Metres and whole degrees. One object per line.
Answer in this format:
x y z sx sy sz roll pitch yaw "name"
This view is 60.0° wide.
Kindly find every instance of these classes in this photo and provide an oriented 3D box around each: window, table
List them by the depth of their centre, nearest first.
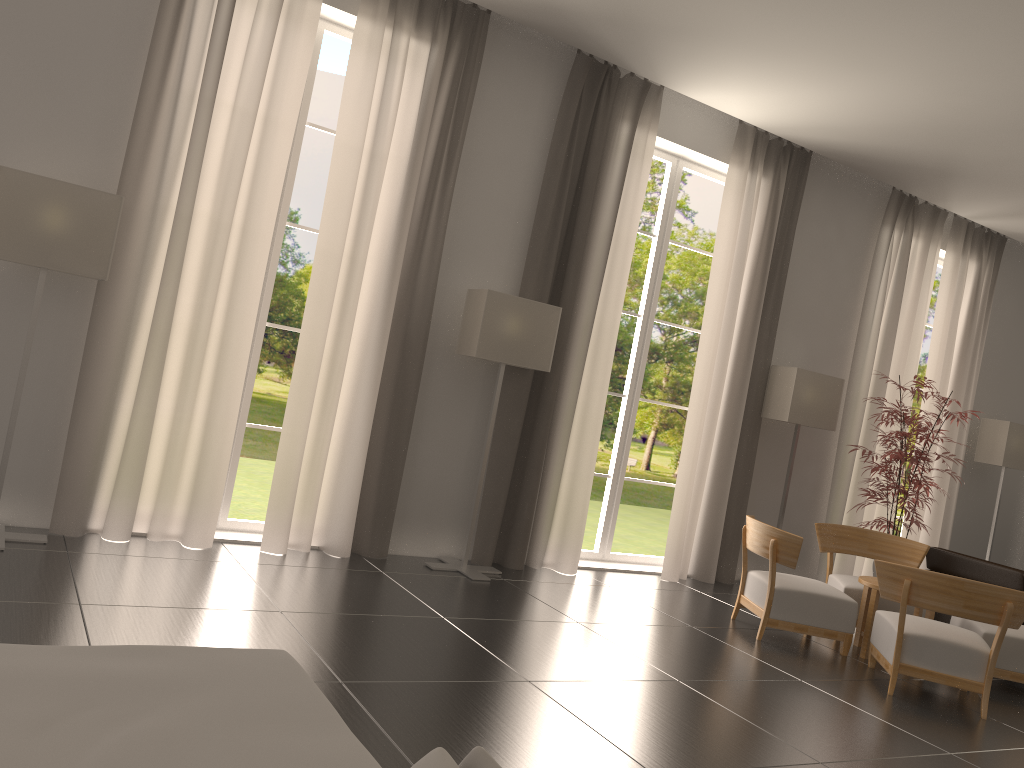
15.977 -0.287 7.675 48.543 20.590 99.254 11 0 -30 "window"
-2.709 -1.240 9.749 2.639 5.752 0.110 12 -1 -30 "window"
4.231 2.644 9.823 0.869 0.803 0.870 11 -1 -8 "table"
1.772 -0.369 12.397 2.639 5.752 0.110 12 -1 -30 "window"
6.253 0.503 15.046 2.639 5.752 0.110 12 -1 -30 "window"

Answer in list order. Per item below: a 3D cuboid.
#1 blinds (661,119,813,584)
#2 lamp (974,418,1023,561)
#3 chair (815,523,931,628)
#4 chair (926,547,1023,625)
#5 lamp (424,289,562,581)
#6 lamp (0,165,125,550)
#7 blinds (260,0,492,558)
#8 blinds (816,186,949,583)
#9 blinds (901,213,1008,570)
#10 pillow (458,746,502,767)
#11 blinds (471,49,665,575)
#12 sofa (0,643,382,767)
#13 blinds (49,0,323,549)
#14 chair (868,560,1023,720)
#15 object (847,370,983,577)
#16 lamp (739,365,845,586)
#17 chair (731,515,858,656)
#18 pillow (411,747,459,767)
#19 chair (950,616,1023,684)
3.146 -0.420 12.475 1.547 6.435 0.418 12 -2 -34 "blinds"
8.362 2.249 15.318 0.998 3.180 0.909 12 -1 -30 "lamp"
4.452 2.476 10.972 1.452 1.227 1.150 11 -1 5 "chair"
6.649 2.971 12.205 1.497 1.076 1.540 11 -1 -30 "chair"
-0.264 0.572 10.219 0.998 3.180 0.909 12 -1 -30 "lamp"
-4.299 -0.213 7.834 0.998 3.180 0.909 12 -1 -30 "lamp"
-1.466 -1.317 9.749 1.547 6.435 0.418 12 -2 -34 "blinds"
5.887 0.113 14.097 1.547 6.435 0.415 11 -1 -26 "blinds"
7.323 0.392 14.944 1.547 6.435 0.418 12 -2 -34 "blinds"
-0.127 1.142 1.649 0.548 0.577 0.920 11 -1 -30 "pillow"
0.744 -0.887 11.057 1.547 6.435 0.415 11 -1 -26 "blinds"
-2.068 1.183 0.430 5.595 1.205 5.533 11 0 -30 "sofa"
-3.104 -1.635 8.783 1.547 6.435 0.415 11 -1 -26 "blinds"
4.156 2.410 8.650 1.453 1.227 1.149 11 -1 15 "chair"
5.324 1.548 12.328 1.492 3.399 1.767 10 -2 45 "object"
3.955 1.392 12.713 0.998 3.180 0.909 12 -1 -30 "lamp"
3.150 2.222 9.978 1.150 1.227 1.452 11 -1 -5 "chair"
-0.244 1.099 1.581 0.584 0.599 0.803 11 -1 -31 "pillow"
5.530 2.678 9.621 1.151 1.227 1.450 11 -1 10 "chair"
